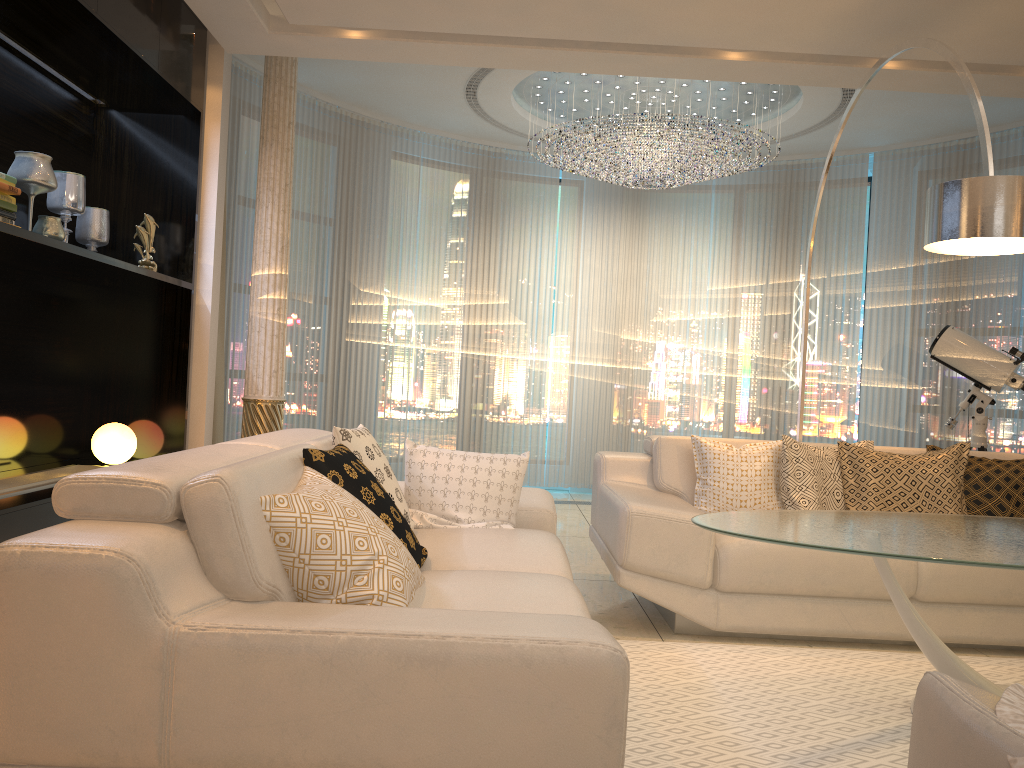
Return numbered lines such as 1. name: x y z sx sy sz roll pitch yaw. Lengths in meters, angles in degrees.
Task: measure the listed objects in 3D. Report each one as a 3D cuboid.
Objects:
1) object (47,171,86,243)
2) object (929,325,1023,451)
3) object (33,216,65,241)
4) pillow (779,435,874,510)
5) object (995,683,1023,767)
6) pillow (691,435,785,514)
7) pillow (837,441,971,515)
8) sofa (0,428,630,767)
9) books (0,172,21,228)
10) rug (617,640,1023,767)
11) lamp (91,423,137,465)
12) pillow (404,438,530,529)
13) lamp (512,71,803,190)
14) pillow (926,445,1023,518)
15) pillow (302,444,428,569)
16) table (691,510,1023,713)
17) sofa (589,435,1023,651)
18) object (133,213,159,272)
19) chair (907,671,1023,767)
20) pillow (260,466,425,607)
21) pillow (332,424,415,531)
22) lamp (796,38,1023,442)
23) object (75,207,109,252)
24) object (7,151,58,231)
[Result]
1. object: -2.053 -0.750 4.078 0.156 0.426 0.156 3 0 4
2. object: 2.856 0.373 5.374 0.616 1.471 0.570 3 0 5
3. object: -1.942 -0.621 3.720 0.119 0.154 0.119 3 0 9
4. pillow: 1.438 0.452 4.064 0.587 0.429 0.288 3 0 -26
5. object: 1.342 0.728 1.037 1.347 0.580 0.972 3 0 36
6. pillow: 1.041 0.433 4.030 0.463 0.380 0.222 3 0 4
7. pillow: 1.758 0.463 3.995 0.575 0.436 0.301 3 0 5
8. sofa: -0.374 0.562 2.656 1.145 0.754 2.328 3 0 -1
9. books: -1.888 -0.643 3.082 0.260 0.197 0.296 3 0 2
10. rug: 1.593 1.036 2.604 2.900 0.020 1.661 3 0 -1
11. lamp: -2.027 0.304 4.520 0.212 0.214 0.213 3 0 -40
12. pillow: -0.208 0.379 3.344 0.521 0.325 0.281 3 0 9
13. lamp: 1.033 -1.797 6.556 2.109 0.685 2.109 3 0 44
14. pillow: 2.160 0.484 3.975 0.575 0.436 0.301 3 0 30
15. pillow: -0.408 0.355 2.594 0.323 0.355 0.524 3 0 0
16. table: 1.584 0.740 2.614 2.140 0.565 0.999 3 0 -2
17. sofa: 1.564 0.663 3.981 2.328 0.754 1.145 3 0 -1
18. object: -1.807 -0.684 4.382 0.116 0.293 0.182 3 0 -4
19. chair: 1.147 0.520 0.980 1.027 0.991 0.983 3 0 -1
20. pillow: -0.394 0.389 2.136 0.351 0.329 0.521 3 0 -1
21. pillow: -0.457 0.338 3.051 0.255 0.399 0.526 3 0 -1
22. lamp: 1.613 -0.219 3.870 0.393 2.519 2.009 3 0 -1
23. object: -2.053 -0.695 4.336 0.147 0.317 0.147 3 0 1
24. object: -1.946 -0.736 3.589 0.181 0.381 0.181 3 0 -7
